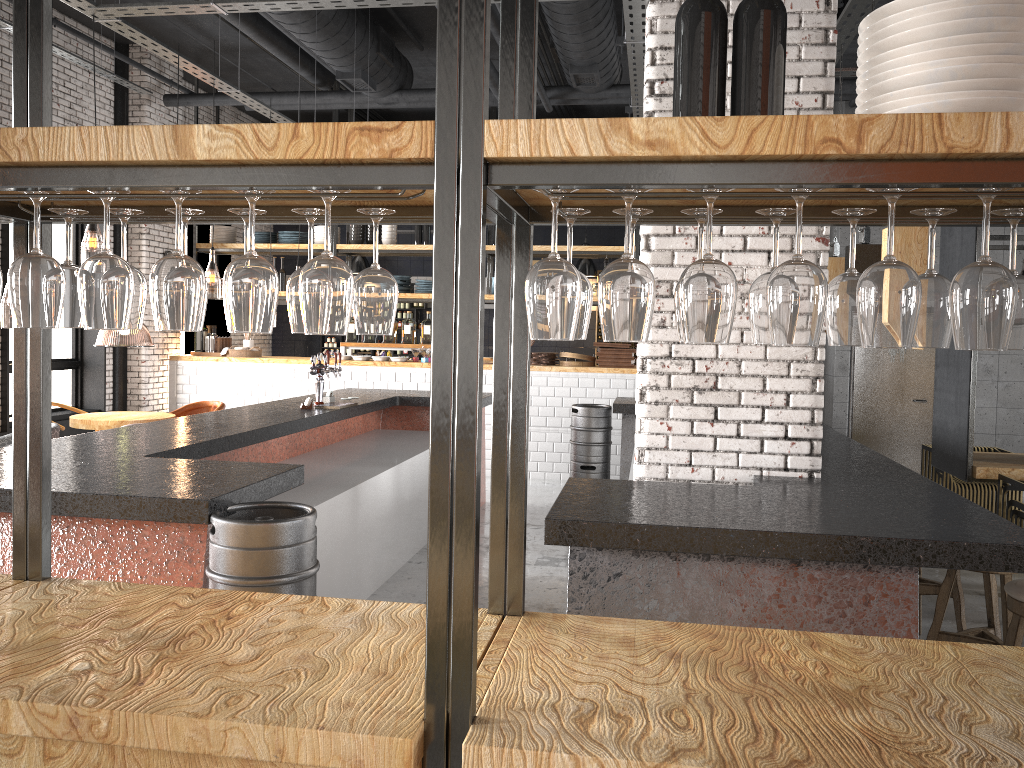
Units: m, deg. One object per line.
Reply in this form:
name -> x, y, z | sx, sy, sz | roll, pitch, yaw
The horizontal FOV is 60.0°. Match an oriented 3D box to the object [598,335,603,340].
object -> 1.373, -0.727, 13.798 | 0.079, 0.079, 0.281 | 2, 3, 9

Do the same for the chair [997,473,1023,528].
chair -> 3.866, 1.055, 6.229 | 0.657, 0.729, 0.639 | 2, 3, 10

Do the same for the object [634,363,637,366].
object -> 1.918, -0.288, 13.691 | 0.079, 0.079, 0.281 | 2, 3, 9

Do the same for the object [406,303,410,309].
object -> -1.681, -1.272, 14.347 | 0.076, 0.111, 0.076 | 1, 3, 4

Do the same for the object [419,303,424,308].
object -> -1.459, -1.373, 14.326 | 0.079, 0.280, 0.079 | 1, 2, 3

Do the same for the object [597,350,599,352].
object -> 1.366, -0.516, 13.791 | 0.079, 0.079, 0.281 | 2, 3, 9

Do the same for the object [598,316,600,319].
object -> 1.380, -1.042, 13.787 | 0.079, 0.079, 0.284 | 2, 3, 9

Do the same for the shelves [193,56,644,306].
shelves -> -1.234, -2.571, 11.222 | 5.677, 3.064, 0.598 | 2, 2, 9

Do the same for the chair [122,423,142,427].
chair -> -3.396, 0.740, 7.996 | 0.771, 0.850, 0.803 | 0, 3, -32

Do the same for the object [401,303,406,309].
object -> -1.763, -1.274, 14.358 | 0.076, 0.111, 0.076 | 3, 3, 29

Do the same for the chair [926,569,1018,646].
chair -> 2.097, 1.105, 3.948 | 0.480, 0.805, 0.439 | 1, 2, -2

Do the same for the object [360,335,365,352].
object -> -2.439, -0.664, 14.505 | 0.079, 0.280, 0.079 | 2, 2, 18

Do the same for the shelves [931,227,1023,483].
shelves -> 3.652, -1.303, 4.463 | 1.003, 4.363, 6.152 | 2, 3, 9

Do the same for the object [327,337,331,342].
object -> -3.005, -0.730, 14.580 | 0.071, 0.083, 0.071 | 3, 3, 34

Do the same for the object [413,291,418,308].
object -> -1.552, -1.376, 14.341 | 0.079, 0.280, 0.079 | 1, 2, -17

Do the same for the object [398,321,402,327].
object -> -1.815, -0.975, 14.398 | 0.081, 0.113, 0.071 | 2, 3, 8

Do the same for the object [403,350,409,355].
object -> -1.716, -0.548, 14.399 | 0.100, 0.139, 0.088 | 2, 3, 10

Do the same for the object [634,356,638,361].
object -> 1.923, -0.394, 13.706 | 0.079, 0.079, 0.281 | 2, 3, 9

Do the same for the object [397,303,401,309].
object -> -1.845, -1.277, 14.372 | 0.076, 0.111, 0.076 | 2, 3, 19

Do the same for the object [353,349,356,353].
object -> -2.598, -0.560, 14.519 | 0.076, 0.111, 0.076 | 2, 3, 14

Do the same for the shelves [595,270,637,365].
shelves -> 1.753, -0.675, 13.791 | 0.889, 2.147, 0.251 | 2, 2, 9

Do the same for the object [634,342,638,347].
object -> 1.931, -0.605, 13.718 | 0.079, 0.079, 0.281 | 2, 3, 9

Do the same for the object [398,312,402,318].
object -> -1.815, -1.119, 14.372 | 0.076, 0.111, 0.076 | 3, 3, 34

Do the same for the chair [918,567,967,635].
chair -> 2.272, 1.058, 4.823 | 0.480, 0.805, 0.439 | 0, 3, -32

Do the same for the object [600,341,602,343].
object -> 1.367, -0.621, 13.778 | 0.079, 0.079, 0.281 | 2, 3, 9

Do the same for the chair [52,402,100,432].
chair -> -4.473, 0.642, 8.754 | 0.644, 0.920, 0.613 | 2, 3, 16

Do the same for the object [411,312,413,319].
object -> -1.638, -1.113, 14.345 | 0.076, 0.111, 0.076 | 0, 3, -26

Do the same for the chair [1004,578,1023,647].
chair -> 2.007, 1.138, 3.346 | 0.480, 0.805, 0.439 | 1, 3, -17

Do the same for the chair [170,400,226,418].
chair -> -3.215, 0.647, 9.081 | 0.681, 0.928, 0.644 | 3, 3, 31

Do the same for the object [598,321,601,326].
object -> 1.375, -0.936, 13.776 | 0.079, 0.079, 0.284 | 2, 3, 9

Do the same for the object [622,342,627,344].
object -> 1.740, -0.609, 13.719 | 0.079, 0.079, 0.281 | 2, 3, 9

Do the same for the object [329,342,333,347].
object -> -2.974, -0.645, 14.573 | 0.071, 0.083, 0.071 | 1, 3, -1

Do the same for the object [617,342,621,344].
object -> 1.644, -0.611, 13.719 | 0.079, 0.079, 0.281 | 2, 3, 9

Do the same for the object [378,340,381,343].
object -> -2.190, -0.650, 14.471 | 0.100, 0.139, 0.088 | 2, 3, 10

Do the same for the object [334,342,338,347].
object -> -2.893, -0.643, 14.560 | 0.071, 0.083, 0.071 | 3, 3, 34

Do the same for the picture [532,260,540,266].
picture -> 0.302, -1.409, 14.216 | 0.980, 1.141, 0.021 | 2, 2, 9

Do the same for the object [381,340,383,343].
object -> -2.083, -0.647, 14.454 | 0.100, 0.139, 0.088 | 2, 3, 10

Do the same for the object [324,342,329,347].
object -> -3.052, -0.648, 14.586 | 0.071, 0.083, 0.071 | 2, 3, 19

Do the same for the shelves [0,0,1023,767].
shelves -> -0.634, -0.931, 1.784 | 3.659, 5.015, 0.690 | 2, 2, 9

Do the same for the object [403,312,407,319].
object -> -1.727, -1.116, 14.358 | 0.076, 0.111, 0.076 | 1, 3, -16

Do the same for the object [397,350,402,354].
object -> -1.832, -0.536, 14.396 | 0.076, 0.111, 0.076 | 0, 3, -26

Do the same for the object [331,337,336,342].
object -> -2.930, -0.727, 14.562 | 0.071, 0.083, 0.071 | -1, 4, -41

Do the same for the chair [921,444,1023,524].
chair -> 4.128, 0.957, 8.004 | 0.657, 0.729, 0.639 | 2, 3, 8

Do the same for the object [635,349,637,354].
object -> 1.928, -0.500, 13.718 | 0.079, 0.079, 0.281 | 2, 3, 9

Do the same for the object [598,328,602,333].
object -> 1.369, -0.830, 13.757 | 0.079, 0.079, 0.284 | 2, 3, 9

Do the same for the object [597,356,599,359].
object -> 1.366, -0.412, 13.810 | 0.079, 0.079, 0.281 | 2, 3, 9

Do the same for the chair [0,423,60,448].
chair -> -3.726, 0.773, 6.739 | 0.644, 0.928, 0.681 | -1, 3, -36

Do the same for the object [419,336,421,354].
object -> -1.474, -0.633, 14.354 | 0.079, 0.280, 0.079 | 2, 2, 13

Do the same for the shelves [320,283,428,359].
shelves -> -2.261, -0.909, 14.470 | 1.761, 1.481, 0.157 | 2, 2, 9

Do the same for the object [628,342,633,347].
object -> 1.835, -0.607, 13.713 | 0.079, 0.079, 0.281 | 2, 3, 9
